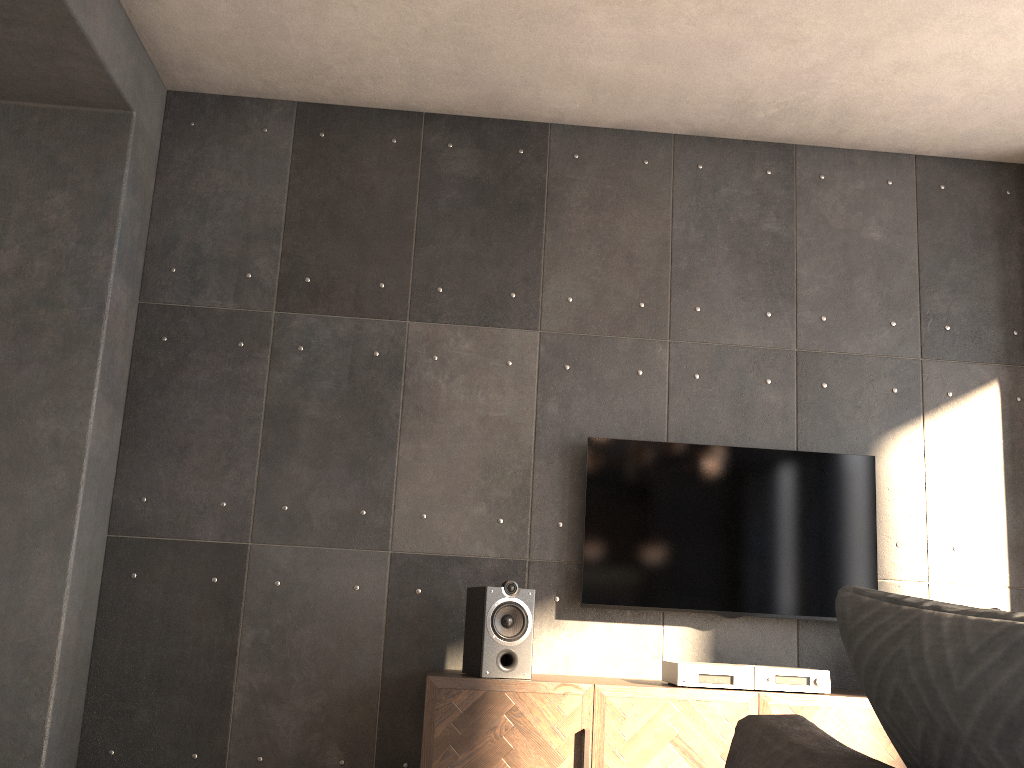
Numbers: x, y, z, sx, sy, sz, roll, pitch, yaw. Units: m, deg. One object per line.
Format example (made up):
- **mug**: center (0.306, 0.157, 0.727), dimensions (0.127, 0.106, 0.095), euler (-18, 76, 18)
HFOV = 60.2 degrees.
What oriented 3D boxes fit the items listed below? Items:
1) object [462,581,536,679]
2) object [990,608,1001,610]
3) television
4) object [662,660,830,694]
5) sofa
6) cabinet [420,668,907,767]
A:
- **object**: center (-0.049, 0.924, 3.337), dimensions (0.199, 0.348, 0.253), euler (7, -13, -18)
- **object**: center (1.846, 1.055, 3.445), dimensions (0.198, 0.348, 0.254), euler (2, -12, 7)
- **television**: center (0.933, 0.632, 3.776), dimensions (1.266, 0.724, 0.058), euler (4, -10, -3)
- **object**: center (0.886, 1.122, 3.379), dimensions (0.573, 0.086, 0.275), euler (4, -15, -3)
- **sofa**: center (0.896, 0.476, 0.250), dimensions (2.024, 0.770, 2.966), euler (4, -15, -3)
- **cabinet**: center (0.865, 1.449, 3.391), dimensions (2.408, 0.542, 0.550), euler (4, -13, -3)
